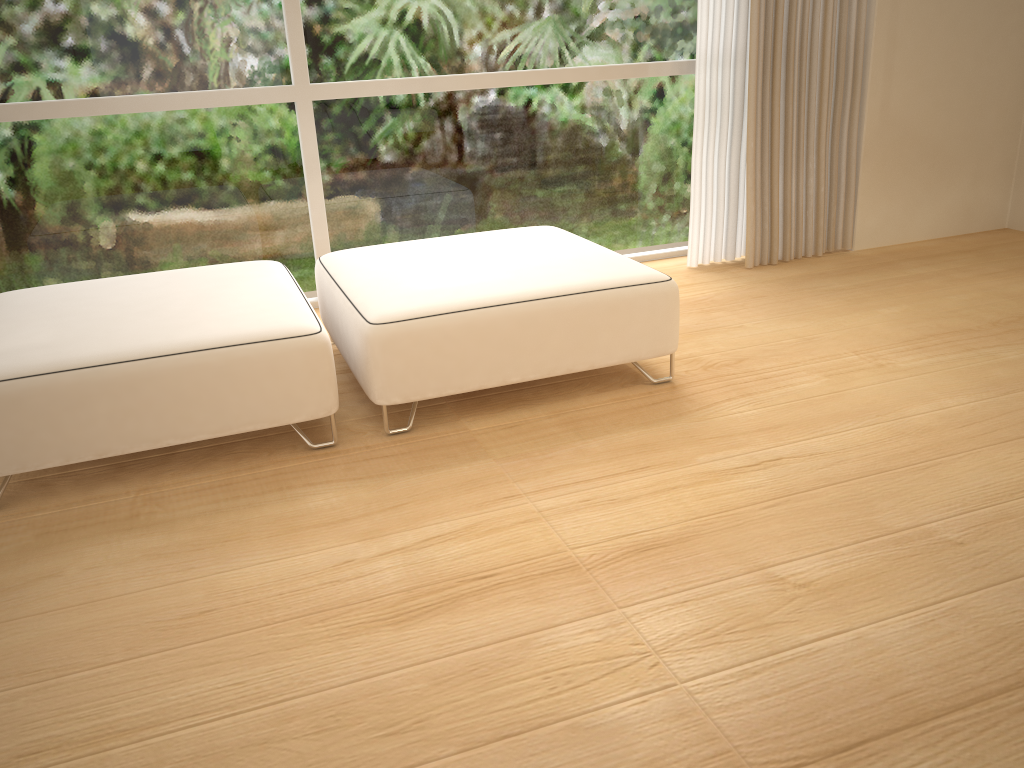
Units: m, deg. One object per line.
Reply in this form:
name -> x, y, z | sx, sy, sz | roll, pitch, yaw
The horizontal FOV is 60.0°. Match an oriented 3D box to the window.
window -> -0.848, -1.901, 3.096 | 4.781, 3.371, 0.071 | -10, 23, -18

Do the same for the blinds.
blinds -> 1.112, -2.127, 3.444 | 0.814, 3.351, 0.202 | -11, 23, -19

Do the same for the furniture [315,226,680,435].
furniture -> -0.094, -0.242, 2.915 | 0.965, 0.346, 0.964 | -10, 23, -18

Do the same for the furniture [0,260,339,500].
furniture -> -1.063, -0.066, 2.593 | 0.965, 0.346, 0.964 | -10, 23, -18
